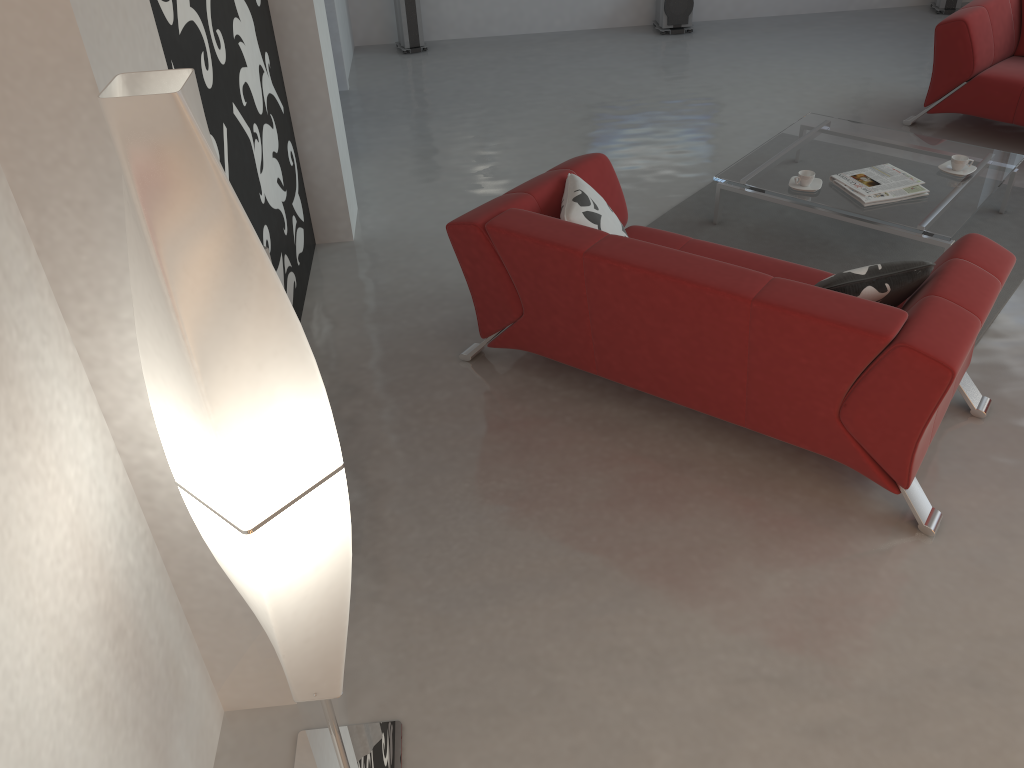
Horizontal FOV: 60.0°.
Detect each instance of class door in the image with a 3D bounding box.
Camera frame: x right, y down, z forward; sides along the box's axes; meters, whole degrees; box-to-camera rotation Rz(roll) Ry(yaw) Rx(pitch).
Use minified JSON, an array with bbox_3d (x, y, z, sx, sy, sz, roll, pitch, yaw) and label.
[{"bbox_3d":[-1.355,-2.819,5.389,0.240,2.550,1.600,-5,36,-2],"label":"door"}]

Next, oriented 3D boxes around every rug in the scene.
[{"bbox_3d":[1.810,-0.863,4.638,1.700,0.025,1.700,25,45,33],"label":"rug"}]

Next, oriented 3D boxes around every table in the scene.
[{"bbox_3d":[1.812,-0.985,4.559,1.162,0.286,1.097,25,45,33],"label":"table"}]

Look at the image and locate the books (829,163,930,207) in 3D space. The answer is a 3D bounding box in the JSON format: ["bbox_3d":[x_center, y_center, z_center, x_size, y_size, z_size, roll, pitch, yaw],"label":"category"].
[{"bbox_3d":[1.763,-0.965,4.265,0.367,0.035,0.345,-11,37,-10],"label":"books"}]

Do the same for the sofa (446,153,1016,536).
[{"bbox_3d":[0.764,-0.293,3.336,1.929,0.738,0.951,21,43,29],"label":"sofa"}]

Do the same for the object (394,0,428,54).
[{"bbox_3d":[-0.875,-3.318,7.175,0.255,1.184,0.273,-14,38,-14],"label":"object"}]

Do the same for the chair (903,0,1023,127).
[{"bbox_3d":[3.237,-1.893,5.307,0.951,0.738,1.288,-32,45,-33],"label":"chair"}]

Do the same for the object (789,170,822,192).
[{"bbox_3d":[1.424,-0.989,4.295,0.153,0.069,0.153,11,39,19],"label":"object"}]

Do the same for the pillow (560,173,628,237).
[{"bbox_3d":[0.334,-0.595,3.479,0.288,0.343,0.402,-1,37,4],"label":"pillow"}]

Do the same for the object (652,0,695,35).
[{"bbox_3d":[1.377,-3.208,7.533,0.336,0.374,0.337,-5,36,-2],"label":"object"}]

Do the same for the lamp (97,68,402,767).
[{"bbox_3d":[-0.465,0.296,1.759,0.313,1.779,0.313,0,37,4],"label":"lamp"}]

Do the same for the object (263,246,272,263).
[{"bbox_3d":[-0.713,0.120,2.578,0.214,1.112,0.229,25,45,33],"label":"object"}]

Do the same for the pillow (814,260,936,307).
[{"bbox_3d":[1.147,-0.282,2.993,0.402,0.343,0.288,-10,37,-8],"label":"pillow"}]

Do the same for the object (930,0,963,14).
[{"bbox_3d":[3.750,-3.726,7.369,0.255,1.184,0.273,4,37,10],"label":"object"}]

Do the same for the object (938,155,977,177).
[{"bbox_3d":[2.192,-1.079,4.358,0.153,0.069,0.153,-27,43,-29],"label":"object"}]
